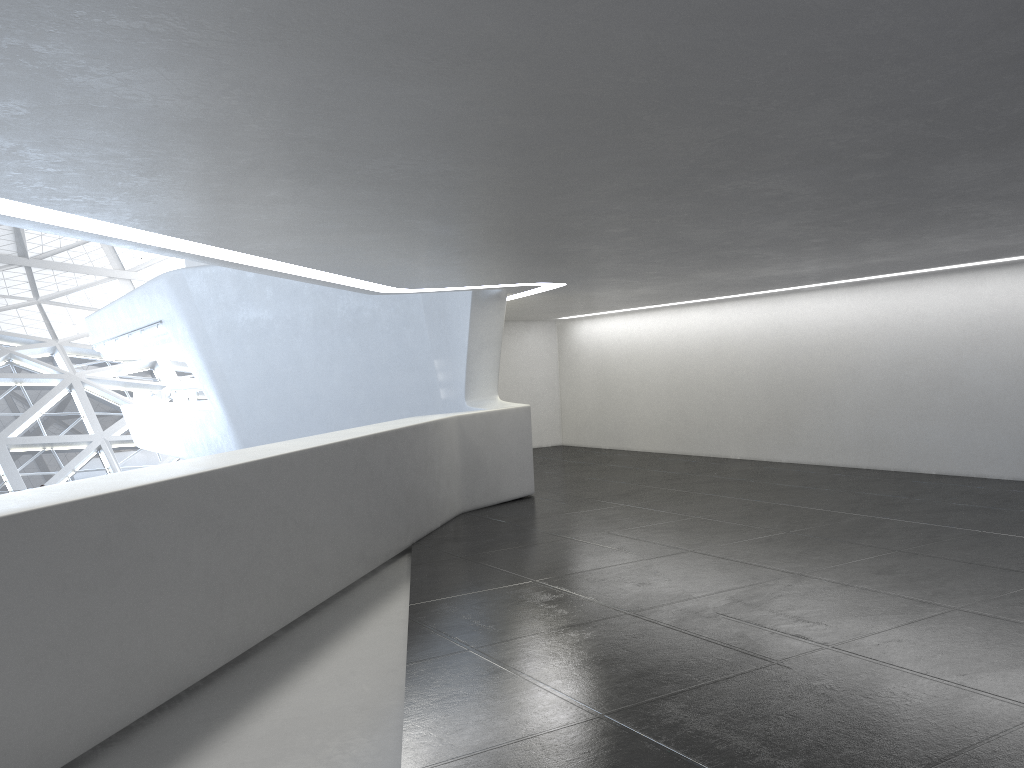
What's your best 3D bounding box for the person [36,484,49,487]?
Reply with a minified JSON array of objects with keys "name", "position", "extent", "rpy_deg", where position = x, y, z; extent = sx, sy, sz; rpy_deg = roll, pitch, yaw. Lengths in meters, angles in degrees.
[{"name":"person","position":[-20.962,5.299,39.422],"extent":[0.710,1.613,0.001],"rpy_deg":[-3,1,-6]}]
